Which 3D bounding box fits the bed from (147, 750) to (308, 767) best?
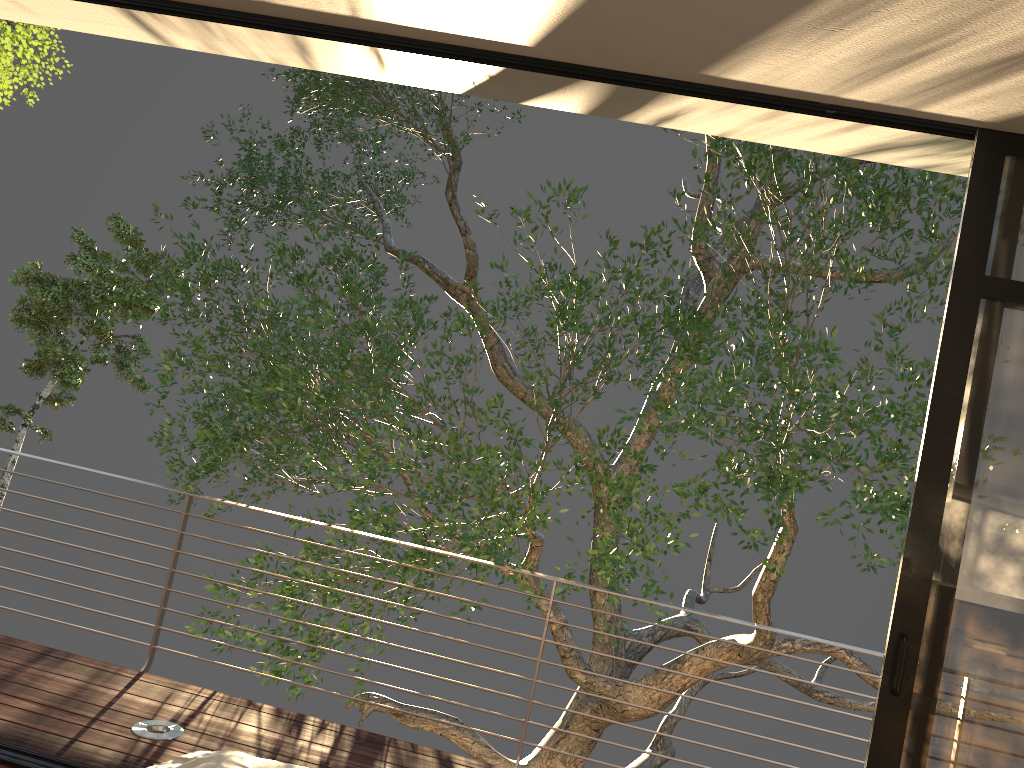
[{"bbox_3d":[-0.090,1.017,0.814,1.811,0.713,2.170,11,-3,10],"label":"bed"}]
